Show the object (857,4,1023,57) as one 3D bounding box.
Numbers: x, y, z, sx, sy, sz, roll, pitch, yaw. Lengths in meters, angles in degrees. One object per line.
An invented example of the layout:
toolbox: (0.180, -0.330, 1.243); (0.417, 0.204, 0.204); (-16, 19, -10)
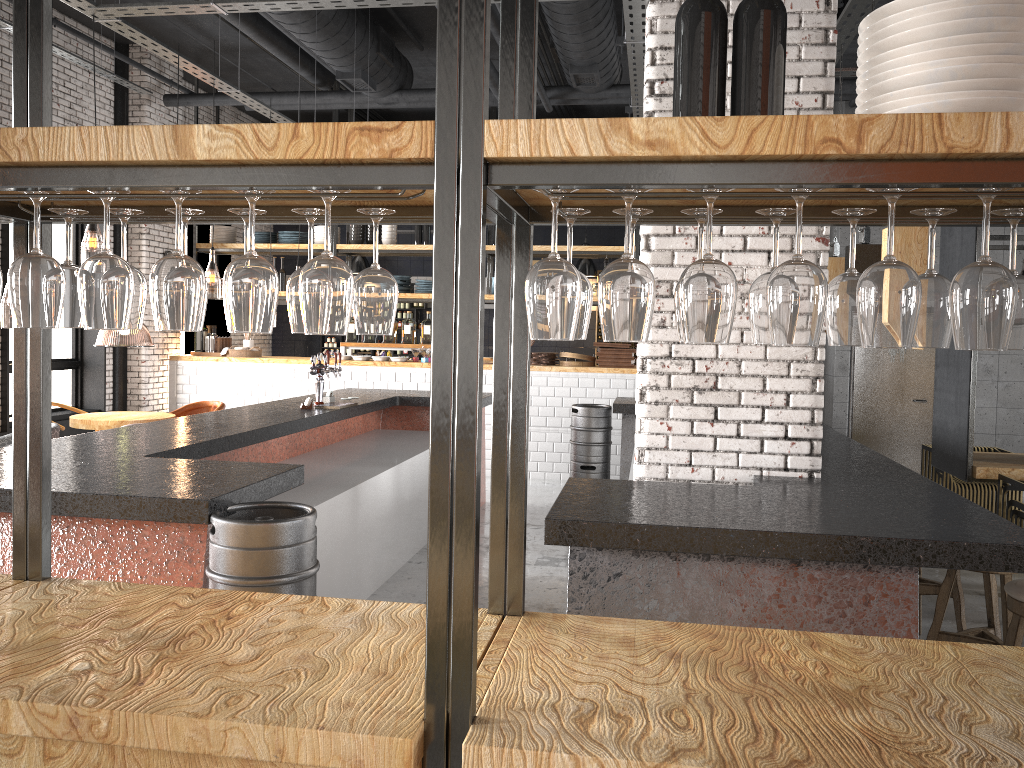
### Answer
object: (0.808, -0.610, 1.615); (0.335, 0.044, 0.335); (0, 4, -20)

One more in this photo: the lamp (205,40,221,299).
lamp: (-1.859, -1.330, 5.518); (0.108, 1.598, 0.108); (3, 3, 41)

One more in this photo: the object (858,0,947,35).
object: (0.809, -0.649, 1.613); (0.335, 0.039, 0.335); (0, 3, -17)

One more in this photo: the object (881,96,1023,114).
object: (0.805, -0.459, 1.621); (0.335, 0.045, 0.335); (1, 3, -10)

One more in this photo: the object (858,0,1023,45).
object: (0.808, -0.629, 1.613); (0.334, 0.039, 0.335); (0, 3, -16)

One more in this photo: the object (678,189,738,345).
object: (0.337, -0.202, 1.521); (0.101, 0.267, 0.101); (0, 3, -28)

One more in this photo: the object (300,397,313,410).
object: (-1.549, 0.140, 6.679); (0.091, 0.091, 0.178); (0, 3, -16)

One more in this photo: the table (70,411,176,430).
table: (-3.745, 0.711, 8.547); (0.932, 0.809, 0.933); (-1, 4, -38)

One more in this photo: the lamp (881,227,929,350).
lamp: (1.452, -0.900, 3.246); (0.127, 1.545, 0.127); (2, 2, 9)

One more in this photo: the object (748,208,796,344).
object: (0.527, -0.213, 1.780); (0.101, 0.267, 0.101); (0, 3, -28)

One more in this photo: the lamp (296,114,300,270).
lamp: (-1.647, -1.404, 6.852); (0.108, 1.598, 0.108); (3, 3, 41)

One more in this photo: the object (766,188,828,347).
object: (0.482, -0.198, 1.497); (0.101, 0.267, 0.101); (0, 3, -28)

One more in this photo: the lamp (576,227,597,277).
lamp: (1.144, -2.139, 13.729); (0.390, 0.936, 0.391); (2, 2, 11)

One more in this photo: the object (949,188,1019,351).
object: (0.773, -0.189, 1.451); (0.101, 0.267, 0.101); (0, 3, -28)

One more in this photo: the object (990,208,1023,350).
object: (0.964, -0.200, 1.711); (0.101, 0.267, 0.101); (0, 3, -28)

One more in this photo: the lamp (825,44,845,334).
lamp: (1.656, -0.971, 4.530); (0.127, 1.545, 0.127); (2, 2, 9)

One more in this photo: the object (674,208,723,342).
object: (0.382, -0.218, 1.803); (0.101, 0.267, 0.101); (0, 3, -28)

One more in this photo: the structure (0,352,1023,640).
structure: (-0.027, 0.612, 5.895); (4.310, 1.532, 5.881); (2, 3, 9)

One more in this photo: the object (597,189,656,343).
object: (0.200, -0.207, 1.542); (0.101, 0.267, 0.101); (-1, 3, -44)

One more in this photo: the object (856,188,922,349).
object: (0.628, -0.193, 1.474); (0.101, 0.267, 0.101); (0, 3, -28)

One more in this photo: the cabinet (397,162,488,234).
cabinet: (-0.789, -2.856, 13.460); (5.864, 1.767, 0.682); (2, 2, 9)

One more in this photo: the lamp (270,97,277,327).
lamp: (-1.695, -1.197, 6.205); (0.108, 1.598, 0.108); (1, 2, -9)

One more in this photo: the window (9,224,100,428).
window: (-5.054, -0.952, 9.527); (0.365, 2.695, 1.536); (2, 2, 9)

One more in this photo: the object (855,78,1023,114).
object: (0.805, -0.497, 1.618); (0.334, 0.040, 0.335); (0, 4, -27)

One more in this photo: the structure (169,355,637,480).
structure: (-1.266, 0.371, 11.255); (5.800, 1.345, 1.512); (2, 3, 9)

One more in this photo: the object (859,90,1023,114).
object: (0.805, -0.477, 1.619); (0.335, 0.037, 0.335); (0, 4, -25)

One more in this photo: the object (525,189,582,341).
object: (0.074, -0.211, 1.562); (0.101, 0.267, 0.101); (-1, 3, -44)

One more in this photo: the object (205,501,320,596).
object: (-0.902, 0.971, 3.209); (0.400, 1.034, 0.397); (4, 3, 44)

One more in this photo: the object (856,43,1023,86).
object: (0.806, -0.551, 1.616); (0.335, 0.039, 0.335); (2, 3, 17)

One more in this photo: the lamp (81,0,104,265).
lamp: (-2.045, -1.365, 4.333); (0.108, 1.598, 0.108); (3, 3, 41)

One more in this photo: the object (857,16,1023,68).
object: (0.807, -0.591, 1.616); (0.335, 0.041, 0.335); (0, 4, -22)

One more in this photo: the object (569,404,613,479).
object: (0.727, 0.713, 8.233); (0.400, 1.034, 0.397); (4, 3, 44)

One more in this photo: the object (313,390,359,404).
object: (-1.504, 0.085, 7.508); (0.200, 0.106, 0.767); (2, 3, 9)

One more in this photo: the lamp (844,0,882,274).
lamp: (1.556, -1.011, 3.885); (0.127, 1.394, 0.127); (2, 2, 9)

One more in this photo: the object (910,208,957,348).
object: (0.818, -0.204, 1.734); (0.101, 0.267, 0.101); (0, 3, -28)

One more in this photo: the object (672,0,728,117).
object: (0.359, -0.667, 1.684); (0.098, 0.471, 0.098); (0, 3, -29)

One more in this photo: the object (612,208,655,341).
object: (0.245, -0.222, 1.825); (0.101, 0.267, 0.101); (-1, 3, -44)

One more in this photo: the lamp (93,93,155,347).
lamp: (-3.679, -1.561, 8.433); (0.536, 2.404, 0.537); (-1, 3, -39)

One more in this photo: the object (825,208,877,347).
object: (0.673, -0.209, 1.757); (0.101, 0.267, 0.101); (0, 3, -28)

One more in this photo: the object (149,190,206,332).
object: (-0.630, -0.233, 1.674); (0.101, 0.267, 0.101); (2, 3, 23)

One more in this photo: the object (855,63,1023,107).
object: (0.806, -0.516, 1.618); (0.335, 0.039, 0.335); (0, 4, -25)

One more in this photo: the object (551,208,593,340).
object: (0.119, -0.226, 1.845); (0.101, 0.267, 0.101); (-1, 3, -44)

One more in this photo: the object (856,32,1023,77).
object: (0.806, -0.571, 1.615); (0.334, 0.042, 0.335); (1, 3, -7)

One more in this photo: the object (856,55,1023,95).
object: (0.806, -0.536, 1.616); (0.335, 0.040, 0.335); (3, 4, 31)

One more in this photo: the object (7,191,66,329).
object: (-0.921, -0.242, 1.720); (0.101, 0.267, 0.101); (2, 3, 23)

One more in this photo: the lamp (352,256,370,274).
lamp: (-2.451, -2.254, 14.332); (0.390, 0.936, 0.391); (2, 2, 11)

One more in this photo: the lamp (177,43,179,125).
lamp: (-1.846, -1.143, 4.893); (0.108, 1.460, 0.108); (1, 2, -19)

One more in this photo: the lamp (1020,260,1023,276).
lamp: (4.081, -1.476, 7.013); (0.108, 1.598, 0.108); (3, 3, 41)

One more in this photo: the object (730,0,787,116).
object: (0.466, -0.663, 1.667); (0.098, 0.471, 0.098); (0, 3, -29)

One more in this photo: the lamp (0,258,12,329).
lamp: (-2.137, -1.038, 3.812); (0.108, 1.598, 0.108); (3, 3, 41)

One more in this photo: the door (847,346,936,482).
door: (4.603, 0.122, 10.720); (1.120, 2.101, 0.158); (2, 2, 9)
